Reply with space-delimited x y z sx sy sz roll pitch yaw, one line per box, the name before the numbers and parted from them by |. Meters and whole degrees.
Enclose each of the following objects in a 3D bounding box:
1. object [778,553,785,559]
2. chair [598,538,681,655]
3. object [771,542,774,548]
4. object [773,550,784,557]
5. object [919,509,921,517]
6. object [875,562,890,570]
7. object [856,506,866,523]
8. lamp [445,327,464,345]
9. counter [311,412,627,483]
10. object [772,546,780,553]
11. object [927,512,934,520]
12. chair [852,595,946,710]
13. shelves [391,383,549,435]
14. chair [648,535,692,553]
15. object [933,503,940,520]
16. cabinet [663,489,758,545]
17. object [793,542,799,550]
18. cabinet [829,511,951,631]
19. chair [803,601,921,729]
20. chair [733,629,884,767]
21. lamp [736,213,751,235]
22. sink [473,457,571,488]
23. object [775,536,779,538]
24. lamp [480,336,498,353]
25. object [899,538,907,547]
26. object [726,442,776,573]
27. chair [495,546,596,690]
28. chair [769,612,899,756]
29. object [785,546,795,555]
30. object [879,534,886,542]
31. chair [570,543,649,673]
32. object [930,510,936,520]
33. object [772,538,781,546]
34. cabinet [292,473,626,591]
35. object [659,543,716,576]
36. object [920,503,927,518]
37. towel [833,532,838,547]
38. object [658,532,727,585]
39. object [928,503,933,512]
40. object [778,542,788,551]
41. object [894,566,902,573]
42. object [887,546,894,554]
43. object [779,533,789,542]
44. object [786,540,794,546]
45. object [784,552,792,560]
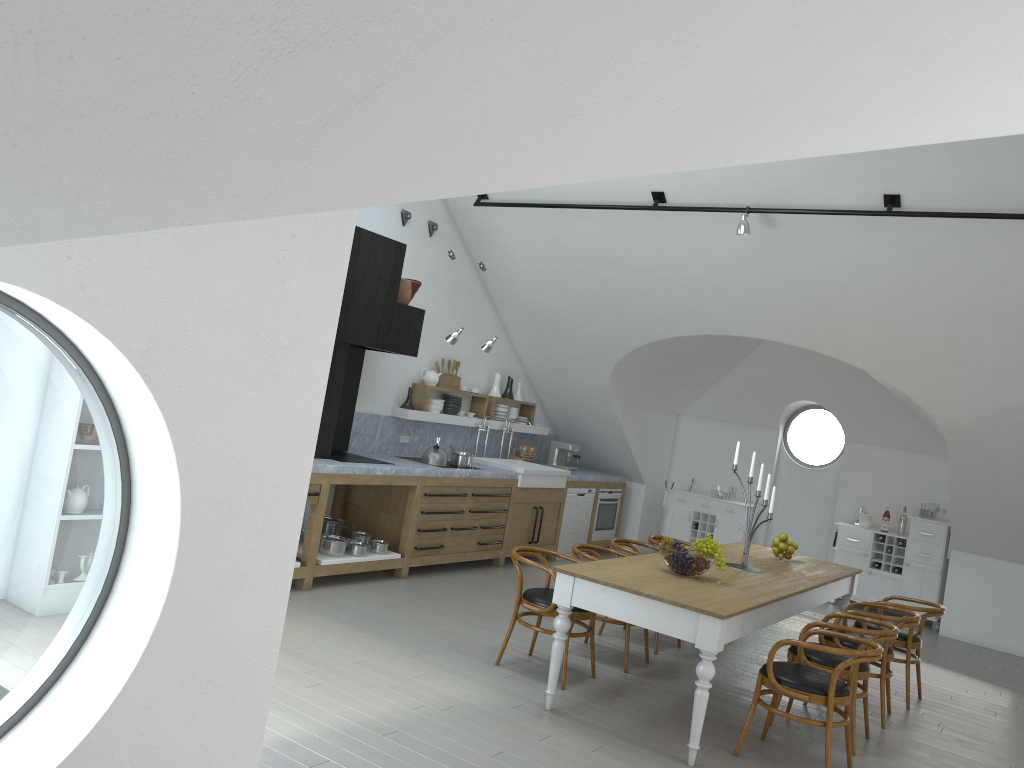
object | 2.113 1.347 6.952 0.050 0.050 0.051 8 -2 37
chair | 1.016 1.641 6.969 0.622 0.736 0.525 8 -3 36
object | 2.088 1.279 7.045 0.062 0.059 0.062 8 -2 37
object | 2.112 1.334 7.020 0.080 0.074 0.078 10 -2 -12
object | 4.643 1.465 9.993 0.094 0.093 0.093 10 -2 -24
object | 4.218 2.065 10.086 0.156 0.085 0.330 9 -1 34
object | 4.129 1.551 10.496 0.115 0.209 0.065 8 -3 36
lamp | -0.533 -0.440 8.049 0.115 0.178 0.165 11 -3 -38
counter | -0.581 0.546 8.880 0.963 0.620 6.555 9 -1 33
object | 2.074 1.301 6.961 0.060 0.056 0.059 9 -2 28
object | 4.657 1.469 9.902 0.077 0.085 0.077 8 -3 41
chair | 2.825 1.941 6.567 0.622 0.736 0.525 8 -3 36
shelves | -0.904 -0.328 8.616 0.481 1.363 5.534 8 -2 28
chair | 1.412 1.719 7.567 0.622 0.736 0.526 8 -2 30
object | 4.782 1.441 10.004 0.063 0.187 0.063 9 -3 20
cabinet | 2.433 1.808 11.106 1.137 0.790 0.495 9 -2 33
object | 2.228 1.281 6.996 0.063 0.063 0.062 10 -2 -4
cabinet | 4.306 2.039 10.096 1.245 1.155 0.608 8 -3 33
chair | 2.380 1.855 6.002 0.622 0.736 0.526 9 -2 28
chair | 1.619 1.704 4.776 0.622 0.736 0.525 8 -3 37
lamp | 1.860 -1.272 7.081 0.112 0.175 0.114 10 -2 -4
sink | 0.074 0.970 9.650 0.728 0.202 1.017 9 -1 33
object | 2.123 1.240 7.068 0.062 0.060 0.062 8 -2 34
lamp | -0.219 -0.382 8.529 0.169 0.176 0.112 9 -2 26
object | 4.409 1.790 9.993 0.088 0.085 0.359 8 -2 33
object | 1.704 0.863 6.300 0.266 0.876 0.773 9 -2 7
chair | 0.236 1.487 5.759 0.622 0.736 0.525 8 -3 33
chair | 1.976 1.776 5.404 0.622 0.736 0.525 8 -3 33
object | 2.175 1.300 6.930 0.071 0.072 0.070 10 -2 -2
object | 4.242 1.759 10.115 0.093 0.094 0.358 8 -2 34
chair | 0.675 1.572 6.329 0.622 0.736 0.526 8 -2 30
object | 4.724 1.475 9.951 0.071 0.099 0.071 8 -3 41
object | 2.087 1.249 6.988 0.066 0.071 0.072 10 -2 3
cabinet | -0.739 1.350 8.767 1.006 1.023 6.408 8 -2 33
object | 1.080 1.105 5.497 0.360 0.160 0.359 9 -1 14
object | 4.606 1.419 9.933 0.048 0.169 0.048 11 -3 -24
towel | 3.844 1.826 10.488 0.049 0.204 0.149 8 -3 34
object | 1.104 1.045 5.474 0.393 0.285 0.292 10 -2 -3
object | 4.721 1.435 10.022 0.054 0.179 0.054 8 -3 27
object | 2.118 1.270 6.923 0.071 0.064 0.072 9 -2 27
object | 4.357 2.090 9.985 0.081 0.081 0.357 8 -2 31
object | 4.311 1.882 10.059 0.085 0.085 0.330 8 -2 33
object | 2.143 1.210 6.990 0.072 0.074 0.072 8 -2 33
object | 2.184 1.257 6.965 0.053 0.057 0.058 11 -3 -42
object | 2.175 1.351 6.984 0.063 0.063 0.063 8 -3 44
